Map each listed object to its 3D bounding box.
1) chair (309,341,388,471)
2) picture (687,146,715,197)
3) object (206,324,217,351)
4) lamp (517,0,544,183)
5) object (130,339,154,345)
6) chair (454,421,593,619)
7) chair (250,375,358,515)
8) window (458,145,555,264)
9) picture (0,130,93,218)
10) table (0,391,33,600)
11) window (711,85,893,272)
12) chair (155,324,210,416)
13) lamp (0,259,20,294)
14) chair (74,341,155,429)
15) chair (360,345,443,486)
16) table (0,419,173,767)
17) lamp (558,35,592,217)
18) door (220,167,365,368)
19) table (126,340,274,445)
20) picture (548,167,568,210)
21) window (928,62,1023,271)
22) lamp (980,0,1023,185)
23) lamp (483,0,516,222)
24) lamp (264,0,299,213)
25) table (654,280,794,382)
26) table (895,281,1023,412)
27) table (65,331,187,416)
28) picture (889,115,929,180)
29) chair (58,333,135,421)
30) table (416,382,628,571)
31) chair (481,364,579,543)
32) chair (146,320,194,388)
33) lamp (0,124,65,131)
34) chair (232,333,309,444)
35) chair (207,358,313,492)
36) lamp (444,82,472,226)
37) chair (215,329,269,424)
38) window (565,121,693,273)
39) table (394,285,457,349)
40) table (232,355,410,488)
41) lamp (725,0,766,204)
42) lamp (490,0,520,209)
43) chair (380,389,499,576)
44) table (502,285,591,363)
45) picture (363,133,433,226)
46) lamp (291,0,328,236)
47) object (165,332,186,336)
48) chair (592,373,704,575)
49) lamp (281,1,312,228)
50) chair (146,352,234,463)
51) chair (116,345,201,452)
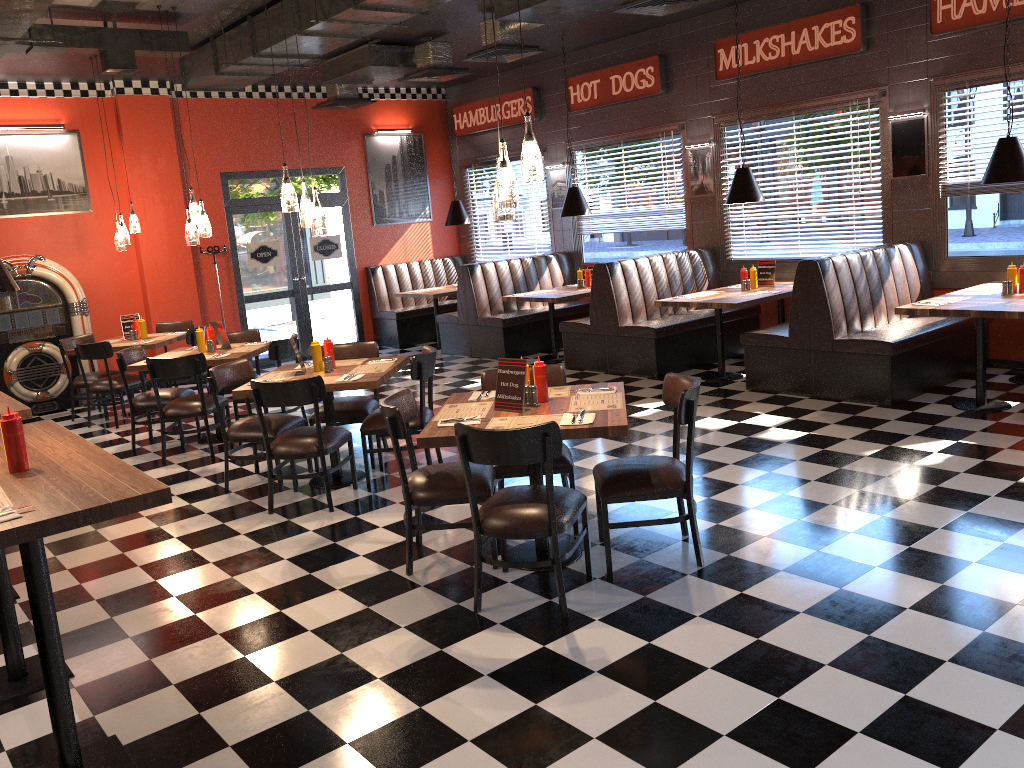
[{"bbox_3d":[-1.236,0.146,6.682,0.486,0.862,0.548,-4,9,7],"label":"chair"},{"bbox_3d":[2.121,-2.375,9.929,0.012,0.533,0.352,-12,11,-37],"label":"picture"},{"bbox_3d":[-2.654,-0.412,7.816,0.068,0.236,0.068,-11,10,-32],"label":"object"},{"bbox_3d":[0.013,-1.919,4.056,0.108,1.952,0.109,3,12,43],"label":"lamp"},{"bbox_3d":[-3.728,-0.427,8.969,0.157,0.019,0.257,-3,11,10],"label":"object"},{"bbox_3d":[0.056,0.550,4.014,0.486,0.862,0.548,-2,10,19],"label":"chair"},{"bbox_3d":[-1.338,0.348,5.700,0.486,0.862,0.548,-4,9,10],"label":"chair"},{"bbox_3d":[-0.051,-2.461,12.792,0.128,1.702,2.032,-12,12,-37],"label":"window"},{"bbox_3d":[-5.656,-2.308,9.794,1.778,0.933,0.023,-13,12,-38],"label":"picture"},{"bbox_3d":[-3.151,0.598,4.933,0.699,0.993,1.696,-13,13,-37],"label":"table"},{"bbox_3d":[2.945,-2.009,9.081,0.128,1.702,2.032,-12,12,-37],"label":"window"},{"bbox_3d":[-3.440,-0.161,9.285,0.545,0.862,0.489,-6,9,-6],"label":"chair"},{"bbox_3d":[-2.123,-1.322,3.117,0.382,2.031,0.384,-5,9,3],"label":"lamp"},{"bbox_3d":[-4.004,-0.030,8.877,0.486,0.862,0.548,-1,10,26],"label":"chair"},{"bbox_3d":[-0.753,0.205,6.156,0.544,0.862,0.490,-5,9,4],"label":"chair"},{"bbox_3d":[-1.822,0.798,3.286,0.699,0.993,1.696,-13,13,-37],"label":"table"},{"bbox_3d":[0.661,-2.974,10.243,0.382,2.031,0.384,0,10,33],"label":"lamp"},{"bbox_3d":[-2.925,-1.619,12.067,1.808,2.555,0.128,-13,11,-38],"label":"door"},{"bbox_3d":[-2.632,0.102,7.802,0.959,0.769,0.964,-4,10,7],"label":"table"},{"bbox_3d":[0.623,-2.601,11.785,0.012,0.533,0.352,-12,11,-37],"label":"picture"},{"bbox_3d":[4.442,-1.784,7.225,0.128,1.702,2.032,-12,12,-37],"label":"window"},{"bbox_3d":[3.655,-2.522,6.533,0.382,2.031,0.385,-4,9,10],"label":"lamp"},{"bbox_3d":[-0.121,-1.755,4.174,0.108,1.952,0.109,-4,9,9],"label":"lamp"},{"bbox_3d":[-1.574,-2.115,5.803,0.108,1.952,0.109,-1,9,24],"label":"lamp"},{"bbox_3d":[2.357,-0.536,8.722,1.700,0.768,0.959,-14,13,-37],"label":"table"},{"bbox_3d":[3.862,-0.309,6.857,1.700,0.768,0.959,-14,13,-37],"label":"table"},{"bbox_3d":[-3.923,-0.084,9.361,0.959,0.769,0.964,-4,10,7],"label":"table"},{"bbox_3d":[3.615,-2.149,8.077,0.012,0.533,0.352,-12,11,-37],"label":"picture"},{"bbox_3d":[-4.394,-0.084,9.339,0.544,0.862,0.490,-3,10,16],"label":"chair"},{"bbox_3d":[0.123,0.496,4.504,0.956,0.769,0.967,-4,10,7],"label":"table"},{"bbox_3d":[0.098,0.361,4.961,0.486,0.862,0.548,-5,9,1],"label":"chair"},{"bbox_3d":[-3.813,-0.249,9.907,0.486,0.862,0.548,-3,10,16],"label":"chair"},{"bbox_3d":[-5.685,-2.804,9.696,1.451,0.056,0.081,-14,13,-38],"label":"lamp"},{"bbox_3d":[-2.080,0.029,7.677,0.544,0.862,0.490,-3,9,11],"label":"chair"},{"bbox_3d":[-1.804,0.276,6.286,0.544,0.862,0.490,-3,10,16],"label":"chair"},{"bbox_3d":[-0.833,-3.199,12.094,0.382,2.031,0.385,-4,9,10],"label":"lamp"},{"bbox_3d":[-2.546,-0.043,8.262,0.487,0.862,0.547,-8,10,-15],"label":"chair"},{"bbox_3d":[1.447,-2.235,10.936,0.128,1.702,2.032,-12,12,-37],"label":"window"},{"bbox_3d":[-0.636,-0.988,12.430,1.700,0.768,0.959,-14,13,-37],"label":"table"},{"bbox_3d":[-1.244,0.294,6.175,0.959,0.769,0.964,-4,10,7],"label":"table"},{"bbox_3d":[2.155,-2.748,8.391,0.382,2.031,0.384,0,10,33],"label":"lamp"},{"bbox_3d":[-0.104,-1.792,4.045,0.108,1.952,0.109,2,11,38],"label":"lamp"},{"bbox_3d":[-0.362,0.478,4.580,0.544,0.862,0.490,-5,9,2],"label":"chair"},{"bbox_3d":[0.868,-0.761,10.566,1.700,0.768,0.959,-14,13,-37],"label":"table"},{"bbox_3d":[-1.656,-3.006,12.984,1.028,1.293,0.016,-13,11,-38],"label":"picture"},{"bbox_3d":[-1.384,-1.965,5.837,0.109,1.952,0.109,-10,10,-26],"label":"lamp"},{"bbox_3d":[-3.616,-0.543,9.507,0.255,0.019,0.158,-4,11,7],"label":"object"},{"bbox_3d":[0.677,0.422,4.376,0.544,0.862,0.490,-5,9,2],"label":"chair"},{"bbox_3d":[-1.477,-2.032,5.914,0.108,1.952,0.109,-5,9,4],"label":"lamp"},{"bbox_3d":[-2.649,0.159,7.281,0.486,0.862,0.548,-5,9,2],"label":"chair"},{"bbox_3d":[-3.131,0.100,7.807,0.544,0.862,0.490,-5,9,-1],"label":"chair"}]
